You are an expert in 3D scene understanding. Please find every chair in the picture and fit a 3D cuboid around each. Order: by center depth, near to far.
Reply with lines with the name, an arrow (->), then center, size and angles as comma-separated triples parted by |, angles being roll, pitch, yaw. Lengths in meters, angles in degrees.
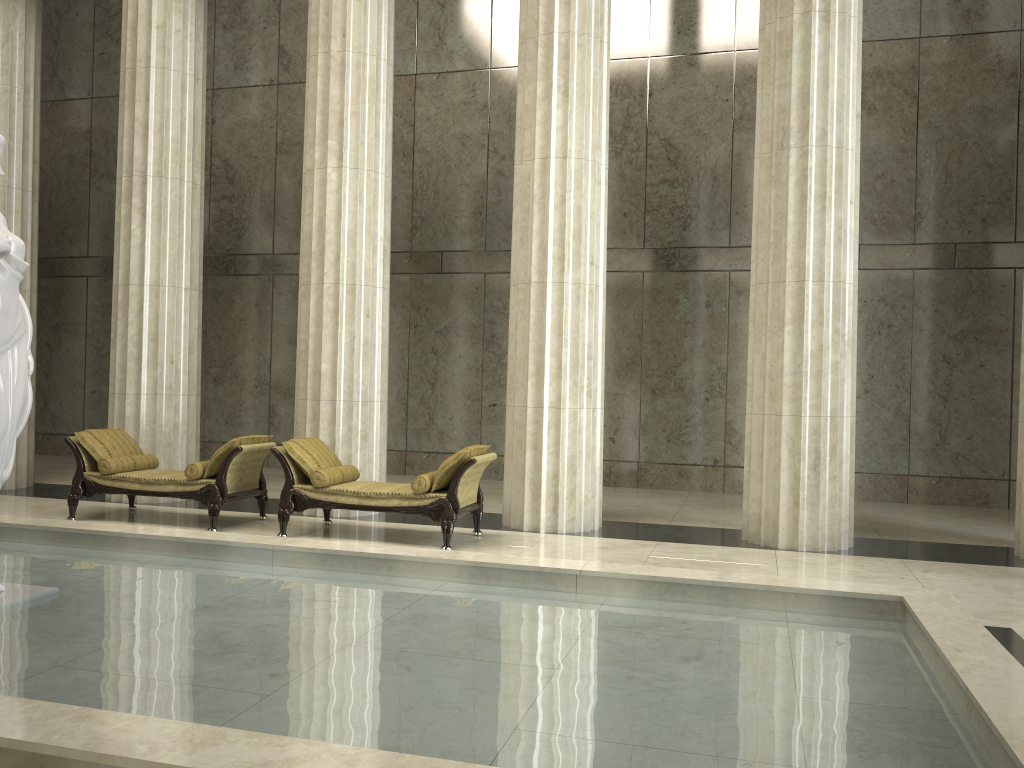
chair -> -1.283, 1.052, 8.855 | 2.172, 0.950, 0.993 | 1, 0, 15
chair -> -3.662, 0.991, 9.511 | 2.172, 0.950, 0.993 | 1, 0, 15

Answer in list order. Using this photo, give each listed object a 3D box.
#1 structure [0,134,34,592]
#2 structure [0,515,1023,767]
structure -> -3.252, -0.050, 5.337 | 0.729, 3.044, 0.940 | 1, 0, 10
structure -> -3.308, 1.403, 5.367 | 11.573, 0.508, 3.754 | 1, 0, 15
